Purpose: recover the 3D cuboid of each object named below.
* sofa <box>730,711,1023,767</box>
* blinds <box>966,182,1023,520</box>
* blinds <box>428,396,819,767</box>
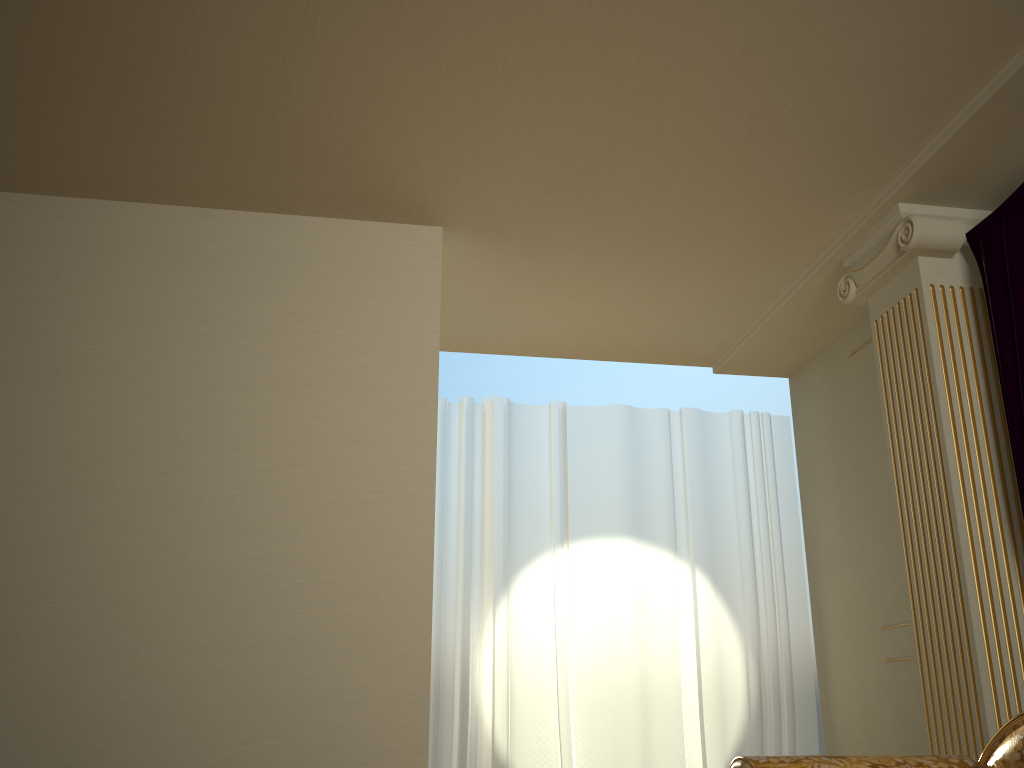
[{"bbox_3d":[1.041,1.002,1.551,0.694,0.853,1.933,3,-20,-8],"label":"sofa"},{"bbox_3d":[1.986,0.251,2.013,0.339,2.598,2.281,2,-19,-7],"label":"blinds"},{"bbox_3d":[0.541,1.284,4.567,2.166,2.455,0.167,2,-17,-6],"label":"blinds"}]
